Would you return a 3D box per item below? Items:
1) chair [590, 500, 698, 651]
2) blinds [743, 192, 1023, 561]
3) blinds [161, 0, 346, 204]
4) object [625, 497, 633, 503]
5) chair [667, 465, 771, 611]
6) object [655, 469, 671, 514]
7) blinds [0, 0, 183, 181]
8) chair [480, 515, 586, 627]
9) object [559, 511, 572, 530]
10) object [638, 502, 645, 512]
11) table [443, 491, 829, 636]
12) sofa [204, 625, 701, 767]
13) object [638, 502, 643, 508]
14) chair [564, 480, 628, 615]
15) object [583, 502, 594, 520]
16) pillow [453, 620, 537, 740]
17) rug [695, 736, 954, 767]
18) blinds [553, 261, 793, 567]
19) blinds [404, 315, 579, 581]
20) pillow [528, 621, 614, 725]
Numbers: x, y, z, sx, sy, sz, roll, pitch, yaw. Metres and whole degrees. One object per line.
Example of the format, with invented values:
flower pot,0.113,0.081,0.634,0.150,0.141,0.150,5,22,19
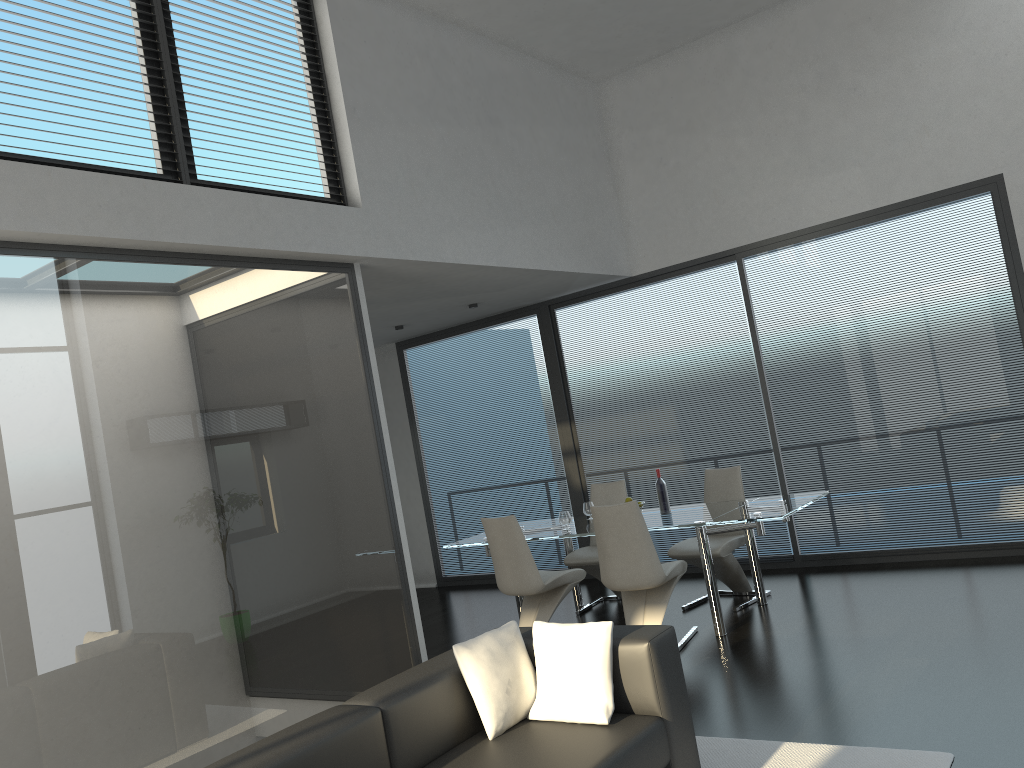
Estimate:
chair,0.840,1.213,5.804,0.471,0.959,0.612,-12,-3,26
blinds,2.900,0.039,6.795,1.874,2.537,0.018,-12,-4,36
blinds,-1.460,-1.732,5.001,0.048,1.372,1.076,-12,-4,36
object,0.848,0.848,6.432,0.055,0.056,0.055,-12,-4,36
chair,1.497,1.134,6.562,0.612,0.959,0.471,-7,-4,-44
object,1.086,0.777,6.433,0.082,0.326,0.082,-8,-3,-33
blinds,-2.113,-1.661,4.094,0.048,1.372,1.076,-12,-4,36
chair,0.163,1.360,6.286,0.471,0.959,0.612,-13,-4,41
object,0.394,1.007,6.545,0.098,0.132,0.098,-8,-4,-34
object,0.871,0.924,6.430,0.206,0.105,0.206,-10,-3,-9
table,0.881,1.354,6.463,2.720,0.731,0.940,-12,-4,36
sofa,-0.448,1.423,2.673,0.943,0.652,2.781,-12,-4,36
object,0.927,0.877,6.433,0.047,0.048,0.047,-10,-3,-2
chair,0.740,1.299,7.122,0.471,0.959,0.612,-12,-3,31
object,0.605,0.988,6.918,0.098,0.132,0.098,-8,-4,-34
pillow,-0.039,1.168,3.533,0.169,0.361,0.376,-12,-4,38
rug,-0.109,1.700,2.466,1.875,0.009,3.695,-12,-4,36
blinds,1.356,0.376,7.932,1.874,2.537,0.018,-12,-4,36
blinds,-0.251,0.727,9.116,1.787,2.537,0.018,-12,-4,36
pillow,0.232,1.116,3.457,0.376,0.358,0.186,-12,-4,37
